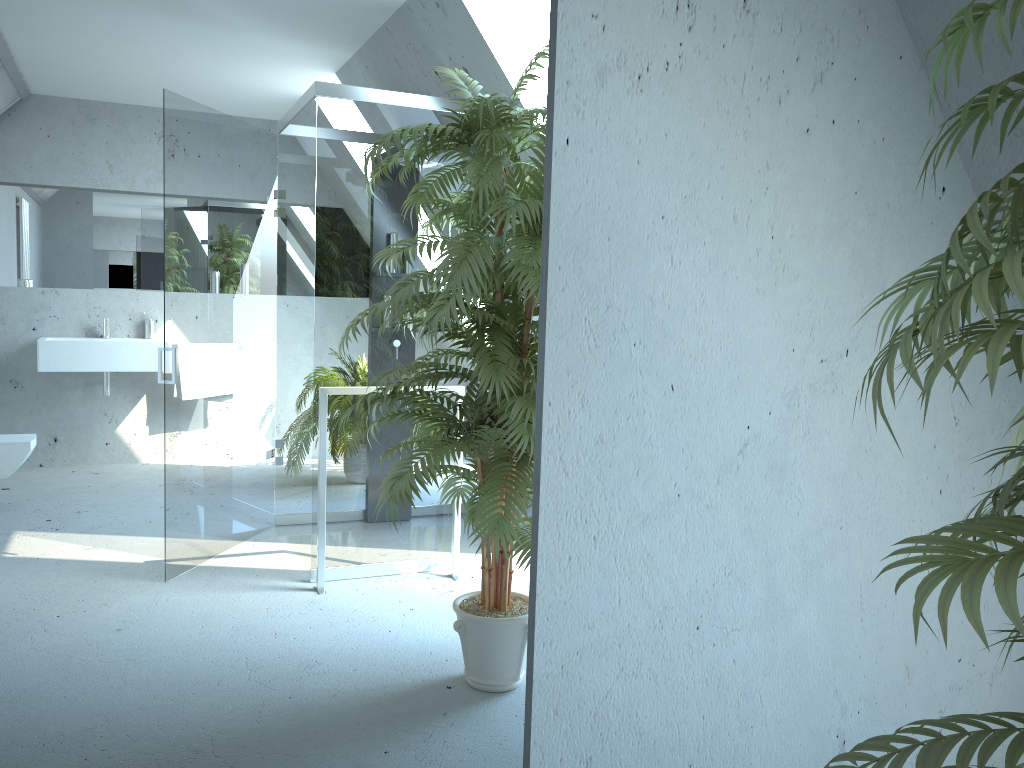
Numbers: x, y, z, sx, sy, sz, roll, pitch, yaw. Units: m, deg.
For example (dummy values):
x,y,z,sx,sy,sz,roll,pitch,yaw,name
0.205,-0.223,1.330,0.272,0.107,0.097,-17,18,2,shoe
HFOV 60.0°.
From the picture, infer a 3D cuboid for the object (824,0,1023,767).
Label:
x,y,z,sx,sy,sz,roll,pitch,yaw,name
0.826,0.169,0.888,0.980,2.034,1.020,4,6,25,object
